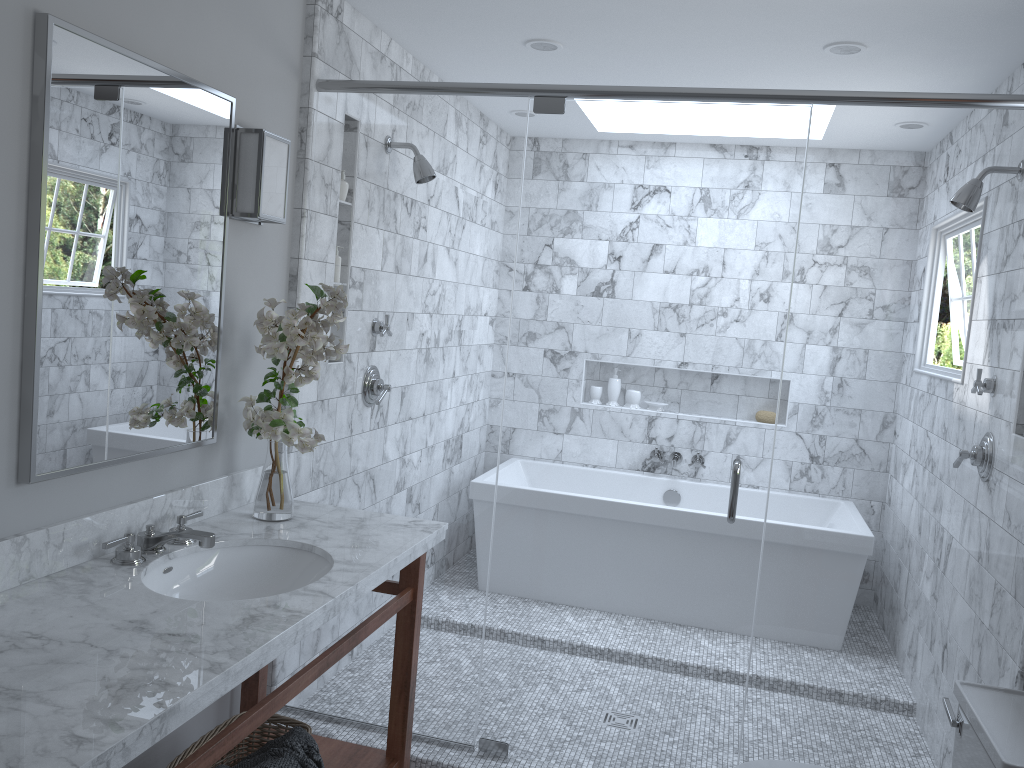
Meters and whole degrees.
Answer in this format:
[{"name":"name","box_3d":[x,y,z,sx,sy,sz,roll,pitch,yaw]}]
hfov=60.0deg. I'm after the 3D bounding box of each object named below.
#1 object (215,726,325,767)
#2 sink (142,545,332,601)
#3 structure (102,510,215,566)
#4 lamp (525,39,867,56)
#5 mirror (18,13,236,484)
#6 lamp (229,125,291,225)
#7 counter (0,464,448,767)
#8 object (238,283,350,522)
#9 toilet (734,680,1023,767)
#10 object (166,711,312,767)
[{"name":"object","box_3d":[-0.658,1.037,2.317,0.322,0.213,0.302,6,5,15]},{"name":"sink","box_3d":[-0.690,0.597,2.172,0.517,0.270,0.494,2,6,-27]},{"name":"structure","box_3d":[-0.893,0.385,2.227,0.256,0.069,0.295,2,5,-26]},{"name":"lamp","box_3d":[0.808,-1.266,3.744,1.976,0.050,1.289,6,5,14]},{"name":"mirror","box_3d":[-0.913,-0.294,2.186,0.030,0.977,0.694,6,5,14]},{"name":"lamp","box_3d":[-0.738,-0.609,2.615,0.091,0.266,0.175,6,5,14]},{"name":"counter","box_3d":[-0.747,0.831,2.076,0.638,0.983,1.657,6,5,14]},{"name":"object","box_3d":[-0.619,0.060,2.553,0.225,0.706,0.374,0,7,-45]},{"name":"toilet","box_3d":[0.867,1.096,2.103,0.722,0.727,0.490,6,5,14]},{"name":"object","box_3d":[-0.714,1.046,2.327,0.262,0.198,0.417,6,5,15]}]
